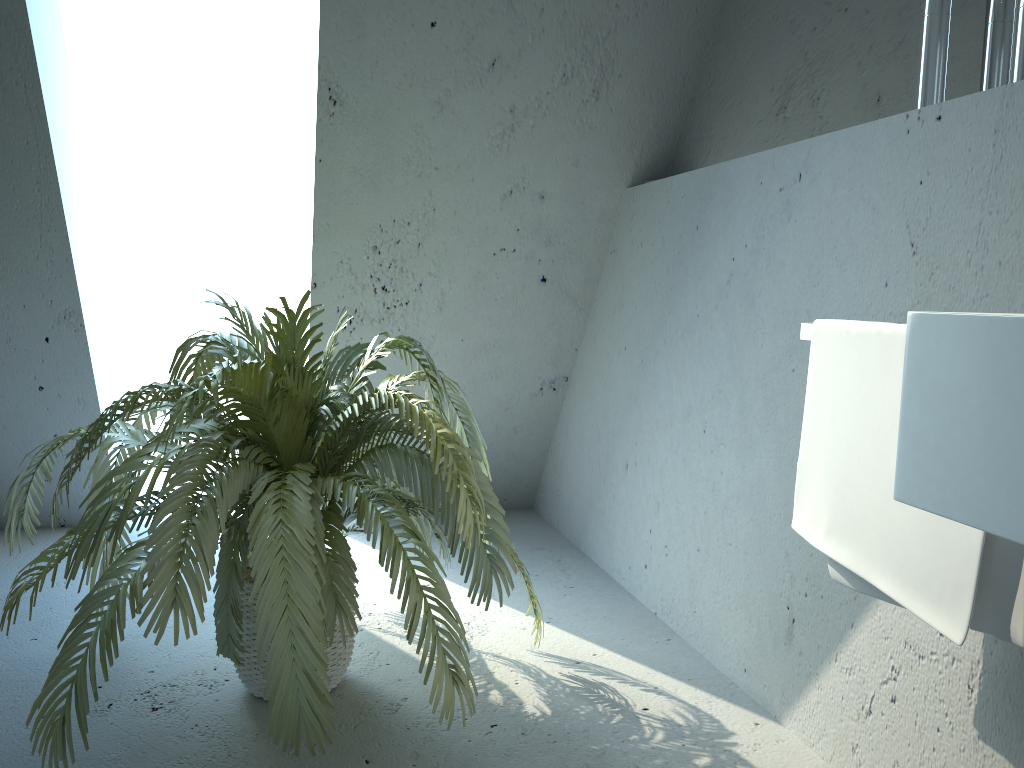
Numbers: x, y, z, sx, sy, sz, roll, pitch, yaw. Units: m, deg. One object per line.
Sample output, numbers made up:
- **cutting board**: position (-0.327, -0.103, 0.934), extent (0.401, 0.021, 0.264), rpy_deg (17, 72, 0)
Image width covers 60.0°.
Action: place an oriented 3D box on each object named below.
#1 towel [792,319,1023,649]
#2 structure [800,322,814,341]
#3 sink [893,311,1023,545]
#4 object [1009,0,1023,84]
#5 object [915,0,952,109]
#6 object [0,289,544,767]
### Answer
- **towel**: position (0.547, 0.128, 1.265), extent (0.063, 0.429, 0.455), rpy_deg (0, 6, -14)
- **structure**: position (0.639, -0.062, 1.268), extent (0.206, 0.030, 0.480), rpy_deg (0, 6, -15)
- **sink**: position (0.721, 0.087, 0.628), extent (0.429, 0.526, 0.800), rpy_deg (0, 6, -15)
- **object**: position (0.781, -0.524, 1.329), extent (0.052, 0.160, 0.052), rpy_deg (-2, 7, -30)
- **object**: position (0.727, -0.579, 1.529), extent (0.045, 0.225, 0.045), rpy_deg (-2, 7, -30)
- **object**: position (-0.493, 0.239, 1.938), extent (1.112, 0.893, 1.132), rpy_deg (-3, 7, -37)
